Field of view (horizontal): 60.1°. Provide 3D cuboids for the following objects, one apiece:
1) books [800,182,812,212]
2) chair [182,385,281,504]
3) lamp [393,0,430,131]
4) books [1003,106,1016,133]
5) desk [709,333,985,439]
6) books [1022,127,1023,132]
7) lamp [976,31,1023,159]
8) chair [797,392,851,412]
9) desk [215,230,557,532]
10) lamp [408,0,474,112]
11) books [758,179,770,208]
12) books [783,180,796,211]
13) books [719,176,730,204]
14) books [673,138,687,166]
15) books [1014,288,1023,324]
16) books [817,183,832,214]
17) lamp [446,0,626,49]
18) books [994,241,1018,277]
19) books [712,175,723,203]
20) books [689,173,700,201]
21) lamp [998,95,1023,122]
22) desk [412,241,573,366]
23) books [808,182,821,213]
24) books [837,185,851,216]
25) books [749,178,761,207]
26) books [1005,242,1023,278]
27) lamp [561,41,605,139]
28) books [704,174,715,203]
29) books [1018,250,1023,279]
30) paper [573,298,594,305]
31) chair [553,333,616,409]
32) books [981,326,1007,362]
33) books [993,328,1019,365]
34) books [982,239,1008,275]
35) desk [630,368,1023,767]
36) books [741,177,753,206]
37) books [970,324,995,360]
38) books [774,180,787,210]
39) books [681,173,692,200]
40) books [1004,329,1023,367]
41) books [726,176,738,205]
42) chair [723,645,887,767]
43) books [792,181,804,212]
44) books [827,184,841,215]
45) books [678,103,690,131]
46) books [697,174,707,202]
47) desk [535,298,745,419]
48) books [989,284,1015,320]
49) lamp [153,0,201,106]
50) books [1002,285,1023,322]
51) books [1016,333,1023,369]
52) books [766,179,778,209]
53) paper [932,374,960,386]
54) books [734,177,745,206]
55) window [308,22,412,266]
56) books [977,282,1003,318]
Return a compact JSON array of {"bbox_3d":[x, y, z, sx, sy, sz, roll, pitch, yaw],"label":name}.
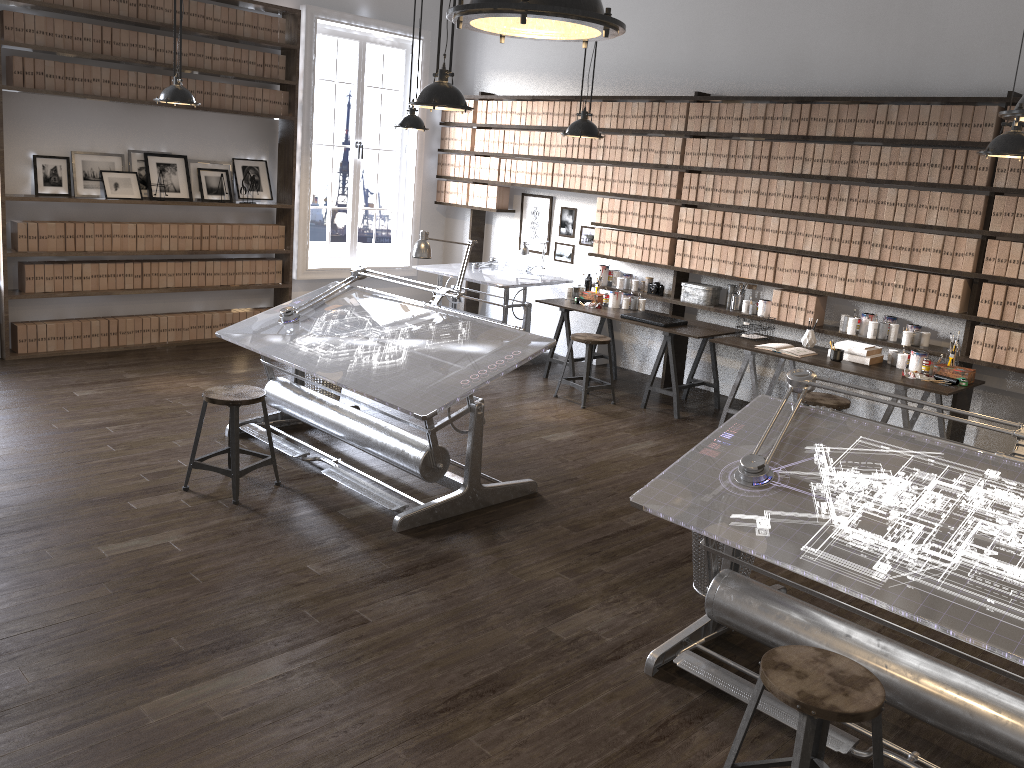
[{"bbox_3d":[2.205,-1.371,6.524,0.175,0.223,0.067,-7,17,-44],"label":"books"},{"bbox_3d":[-1.455,0.298,4.634,0.359,0.523,0.374,10,13,22],"label":"chair"},{"bbox_3d":[-0.773,-3.275,7.376,0.312,2.230,0.315,10,12,24],"label":"lamp"},{"bbox_3d":[3.142,-1.614,5.536,0.175,0.223,0.067,-7,16,-44],"label":"books"},{"bbox_3d":[2.217,0.154,6.131,0.658,0.663,1.681,-8,18,-44],"label":"desk"},{"bbox_3d":[3.189,-1.597,5.481,0.175,0.223,0.067,-7,17,-44],"label":"books"},{"bbox_3d":[2.528,-2.198,4.107,0.312,2.230,0.314,1,12,-20],"label":"lamp"},{"bbox_3d":[1.924,0.343,5.570,0.372,0.523,0.361,9,13,18],"label":"chair"},{"bbox_3d":[-0.808,-0.234,5.197,1.080,1.373,2.297,-7,18,-44],"label":"desk"},{"bbox_3d":[-0.244,-2.391,3.967,0.313,2.230,0.314,0,12,-25],"label":"lamp"},{"bbox_3d":[1.963,-1.450,6.765,0.175,0.223,0.067,-7,16,-44],"label":"books"},{"bbox_3d":[2.107,-1.401,6.615,0.175,0.223,0.067,-7,17,-44],"label":"books"},{"bbox_3d":[1.727,-1.527,7.000,0.175,0.223,0.067,-7,16,-44],"label":"books"},{"bbox_3d":[1.413,-1.902,7.275,0.175,0.223,0.067,-7,17,-44],"label":"books"},{"bbox_3d":[3.234,-0.490,5.560,0.175,0.223,0.067,-7,17,-44],"label":"books"},{"bbox_3d":[2.300,-1.338,6.425,0.175,0.223,0.067,-7,17,-44],"label":"books"},{"bbox_3d":[0.131,-1.702,1.329,0.312,2.243,0.314,1,12,-20],"label":"lamp"},{"bbox_3d":[3.142,-0.795,5.626,0.175,0.223,0.067,-7,17,-44],"label":"books"},{"bbox_3d":[1.678,-1.543,7.050,0.175,0.223,0.067,-7,16,-44],"label":"books"},{"bbox_3d":[1.523,-1.592,7.196,0.175,0.223,0.067,-7,16,-44],"label":"books"},{"bbox_3d":[1.571,-1.798,2.166,0.312,2.230,0.314,1,12,-20],"label":"lamp"},{"bbox_3d":[-0.156,-0.828,8.418,1.074,1.087,1.278,-8,18,-44],"label":"desk"},{"bbox_3d":[2.252,-1.356,6.480,0.175,0.223,0.067,-7,16,-44],"label":"books"},{"bbox_3d":[2.402,-1.305,6.325,0.175,0.223,0.067,-7,16,-44],"label":"books"},{"bbox_3d":[1.912,-1.465,6.811,0.175,0.223,0.067,-7,17,-44],"label":"books"},{"bbox_3d":[3.188,-0.779,5.574,0.175,0.223,0.067,-7,16,-44],"label":"books"},{"bbox_3d":[0.587,-2.832,6.033,0.312,2.230,0.315,10,12,24],"label":"lamp"},{"bbox_3d":[1.626,-1.559,7.096,0.175,0.223,0.067,-7,17,-44],"label":"books"},{"bbox_3d":[3.240,-0.762,5.525,0.175,0.223,0.067,-7,17,-44],"label":"books"},{"bbox_3d":[0.608,-0.708,7.626,0.156,0.038,0.138,12,16,29],"label":"paper"},{"bbox_3d":[0.598,-0.114,6.983,0.359,0.523,0.375,-4,15,-36],"label":"chair"},{"bbox_3d":[3.109,-0.255,5.712,0.175,0.223,0.067,-7,17,-44],"label":"books"},{"bbox_3d":[3.159,-0.238,5.662,0.175,0.223,0.067,-7,16,-44],"label":"books"},{"bbox_3d":[3.095,-0.811,5.675,0.175,0.223,0.067,-7,17,-44],"label":"books"},{"bbox_3d":[1.528,0.529,2.879,1.080,1.373,2.084,-7,18,-44],"label":"desk"},{"bbox_3d":[1.863,-1.482,6.862,0.175,0.223,0.067,-7,16,-44],"label":"books"},{"bbox_3d":[3.061,-0.272,5.765,0.175,0.223,0.067,-7,17,-44],"label":"books"},{"bbox_3d":[2.059,-1.418,6.667,0.175,0.223,0.067,-7,17,-44],"label":"books"},{"bbox_3d":[1.476,-1.610,7.251,0.175,0.223,0.067,-7,17,-44],"label":"books"},{"bbox_3d":[3.206,-0.225,5.622,0.175,0.223,0.067,-7,17,-44],"label":"books"},{"bbox_3d":[1.770,-1.511,6.950,0.175,0.223,0.067,-7,17,-44],"label":"books"},{"bbox_3d":[0.803,1.033,2.404,0.358,0.523,0.375,1,13,-17],"label":"chair"},{"bbox_3d":[2.158,-1.384,6.565,0.175,0.223,0.067,-7,16,-44],"label":"books"},{"bbox_3d":[2.356,-1.322,6.377,0.175,0.223,0.067,-7,16,-44],"label":"books"},{"bbox_3d":[1.439,-2.168,7.217,0.175,0.223,0.067,-7,16,-44],"label":"books"},{"bbox_3d":[1.579,-1.576,7.148,0.175,0.223,0.067,-7,17,-44],"label":"books"},{"bbox_3d":[0.988,-0.248,7.351,0.658,0.663,1.681,-8,18,-44],"label":"desk"},{"bbox_3d":[3.132,-0.523,5.660,0.175,0.223,0.067,-7,16,-44],"label":"books"},{"bbox_3d":[-2.239,-3.043,5.947,0.312,2.230,0.315,10,12,24],"label":"lamp"},{"bbox_3d":[3.188,-0.507,5.612,0.175,0.223,0.067,-7,17,-44],"label":"books"},{"bbox_3d":[3.254,-0.210,5.578,0.175,0.223,0.067,-7,16,-44],"label":"books"},{"bbox_3d":[2.013,-1.434,6.718,0.175,0.223,0.067,-7,16,-44],"label":"books"},{"bbox_3d":[2.695,-0.027,5.555,0.137,0.038,0.156,-3,16,-30],"label":"paper"},{"bbox_3d":[1.820,-1.497,6.907,0.175,0.223,0.067,-7,16,-44],"label":"books"},{"bbox_3d":[-1.546,-2.310,8.827,1.248,2.287,0.154,-7,16,-44],"label":"window"},{"bbox_3d":[3.084,-0.541,5.715,0.175,0.223,0.067,-7,17,-44],"label":"books"}]
